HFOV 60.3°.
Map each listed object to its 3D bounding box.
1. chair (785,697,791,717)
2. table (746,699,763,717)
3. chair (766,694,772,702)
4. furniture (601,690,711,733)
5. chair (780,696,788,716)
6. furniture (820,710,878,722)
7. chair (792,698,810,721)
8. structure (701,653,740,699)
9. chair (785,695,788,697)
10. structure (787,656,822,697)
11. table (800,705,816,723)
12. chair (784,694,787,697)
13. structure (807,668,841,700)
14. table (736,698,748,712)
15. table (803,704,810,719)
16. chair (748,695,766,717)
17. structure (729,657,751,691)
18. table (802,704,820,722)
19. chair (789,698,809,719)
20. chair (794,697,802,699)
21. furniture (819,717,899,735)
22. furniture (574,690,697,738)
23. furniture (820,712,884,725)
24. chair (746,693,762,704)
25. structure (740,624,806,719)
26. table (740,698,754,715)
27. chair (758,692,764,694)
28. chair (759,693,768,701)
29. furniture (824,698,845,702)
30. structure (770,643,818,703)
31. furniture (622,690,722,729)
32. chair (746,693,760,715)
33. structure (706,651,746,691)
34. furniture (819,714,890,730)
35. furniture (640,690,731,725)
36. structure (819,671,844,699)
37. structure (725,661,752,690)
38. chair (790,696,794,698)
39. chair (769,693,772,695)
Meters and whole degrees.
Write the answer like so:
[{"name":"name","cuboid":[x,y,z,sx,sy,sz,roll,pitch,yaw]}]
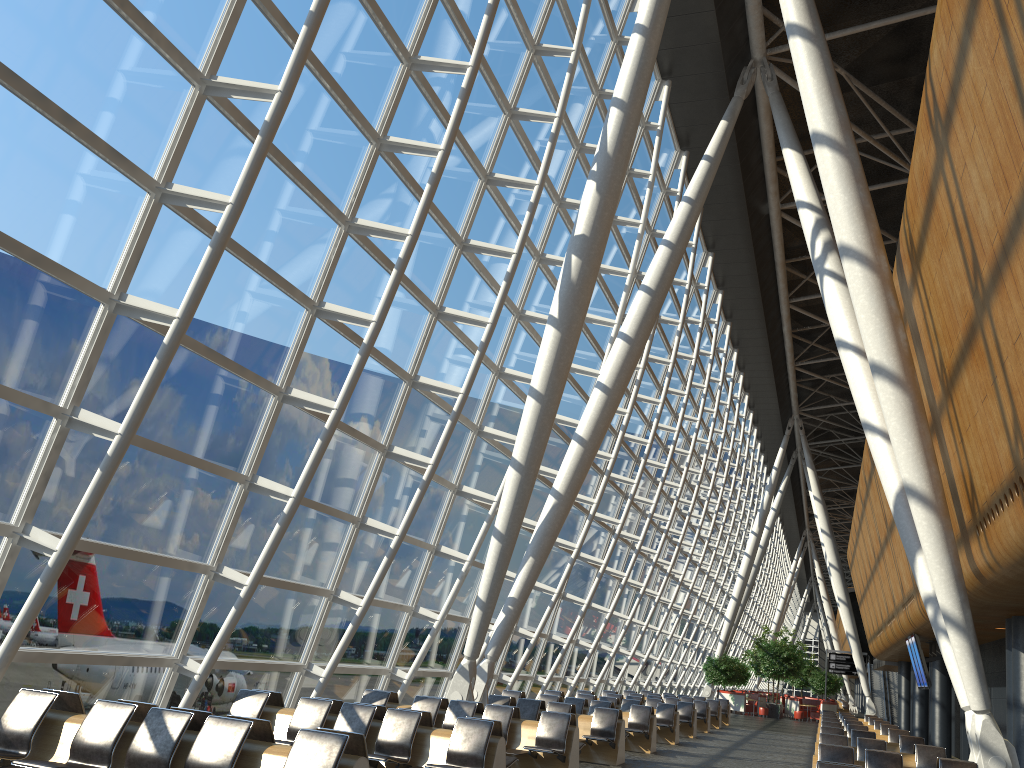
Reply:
[{"name":"chair","cuboid":[14.384,16.522,44.963,0.669,0.988,0.629,15,-16,-33]},{"name":"table","cuboid":[11.532,15.445,42.020,0.800,0.733,0.817,8,-15,-8]},{"name":"chair","cuboid":[14.377,18.059,49.898,0.665,0.988,0.633,-7,-19,44]},{"name":"furniture","cuboid":[4.210,9.690,26.148,3.249,0.850,1.702,0,-17,20]},{"name":"chair","cuboid":[14.494,16.891,46.112,0.630,0.988,0.668,15,-16,-33]},{"name":"furniture","cuboid":[11.480,11.634,29.986,1.895,0.850,1.702,0,-17,20]},{"name":"chair","cuboid":[14.348,16.158,43.807,0.627,0.988,0.671,12,-15,-24]},{"name":"structure","cuboid":[10.028,14.399,42.480,1.744,2.717,1.810,11,-14,-21]},{"name":"chair","cuboid":[17.917,20.536,56.682,0.660,0.988,0.638,5,-13,5]},{"name":"structure","cuboid":[18.165,18.768,54.963,2.284,3.399,2.266,-3,-16,32]},{"name":"table","cuboid":[13.987,15.609,41.735,0.801,0.733,0.815,-5,-18,35]},{"name":"chair","cuboid":[18.441,21.695,60.227,0.660,0.988,0.638,5,-13,5]},{"name":"structure","cuboid":[18.091,17.958,51.242,1.744,2.717,1.810,11,-14,-21]},{"name":"table","cuboid":[11.971,16.757,46.087,0.801,0.733,0.815,-5,-18,35]},{"name":"table","cuboid":[14.985,16.865,45.438,0.801,0.733,0.815,-5,-18,35]},{"name":"chair","cuboid":[11.935,15.660,43.006,0.665,0.988,0.633,-7,-19,44]},{"name":"structure","cuboid":[12.362,16.650,49.054,1.795,2.788,1.862,11,-14,-21]},{"name":"table","cuboid":[14.603,16.097,43.099,0.801,0.733,0.815,-5,-18,35]},{"name":"chair","cuboid":[13.937,15.803,42.802,0.666,0.988,0.632,12,-15,-24]},{"name":"chair","cuboid":[16.379,18.201,49.694,0.666,0.988,0.632,12,-15,-24]},{"name":"furniture","cuboid":[8.547,8.754,21.711,1.895,0.850,1.702,0,-17,20]},{"name":"furniture","cuboid":[3.232,8.730,23.390,3.249,0.850,1.702,0,-17,20]},{"name":"furniture","cuboid":[10.502,10.674,27.228,1.895,0.850,1.702,0,-17,20]},{"name":"chair","cuboid":[12.586,16.712,46.167,0.666,0.988,0.632,12,-15,-24]},{"name":"structure","cuboid":[13.212,14.613,45.011,3.089,4.433,5.951,3,-16,13]},{"name":"table","cuboid":[11.555,15.964,43.678,0.800,0.733,0.817,8,-15,-8]},{"name":"chair","cuboid":[16.266,20.728,57.843,0.625,0.988,0.674,9,-14,-14]},{"name":"chair","cuboid":[14.476,18.487,51.240,0.626,0.988,0.672,-7,-19,44]},{"name":"furniture","cuboid":[28.216,28.071,77.217,1.895,0.850,1.702,0,-17,20]},{"name":"structure","cuboid":[18.820,19.716,59.538,3.110,4.436,5.847,-6,-19,41]},{"name":"furniture","cuboid":[5.187,10.650,28.907,3.249,0.850,1.702,0,-17,20]},{"name":"chair","cuboid":[12.034,16.089,44.349,0.626,0.988,0.672,-7,-19,44]},{"name":"structure","cuboid":[10.900,15.239,45.199,1.920,2.903,1.906,7,-13,-5]},{"name":"furniture","cuboid":[9.525,9.714,24.469,1.895,0.850,1.702,0,-17,20]},{"name":"furniture","cuboid":[6.165,11.610,31.665,3.249,0.850,1.702,0,-17,20]},{"name":"structure","cuboid":[21.796,21.182,60.721,1.896,2.929,1.967,11,-14,-21]},{"name":"structure","cuboid":[13.222,17.732,52.180,1.768,2.751,1.834,11,-14,-21]},{"name":"chair","cuboid":[16.826,18.920,51.854,0.669,0.988,0.629,15,-16,-33]},{"name":"chair","cuboid":[17.034,21.150,58.944,0.663,0.988,0.635,9,-14,-14]}]
